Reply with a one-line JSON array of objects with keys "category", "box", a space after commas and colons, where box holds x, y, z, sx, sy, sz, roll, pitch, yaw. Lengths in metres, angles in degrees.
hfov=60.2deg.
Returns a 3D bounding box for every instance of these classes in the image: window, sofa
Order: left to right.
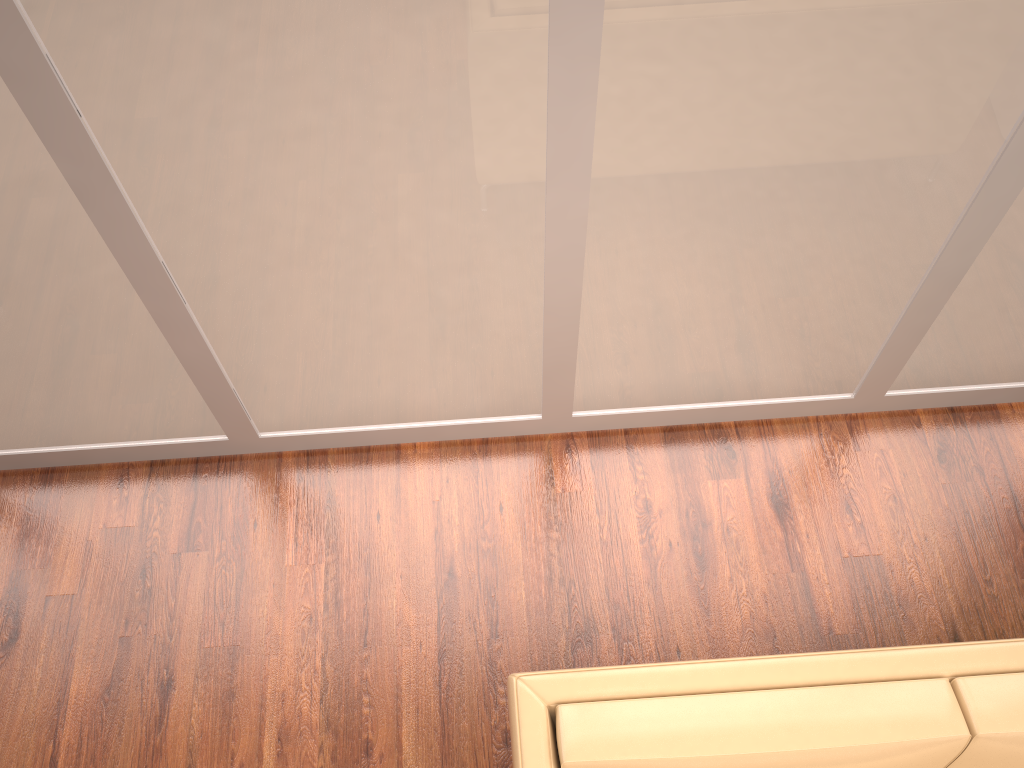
[{"category": "window", "box": [-1.920, -0.586, 1.493, 8.559, 3.417, 0.059, -4, 59, 0]}, {"category": "sofa", "box": [0.919, 1.103, 1.962, 1.801, 0.873, 0.844, -4, 60, 0]}]
